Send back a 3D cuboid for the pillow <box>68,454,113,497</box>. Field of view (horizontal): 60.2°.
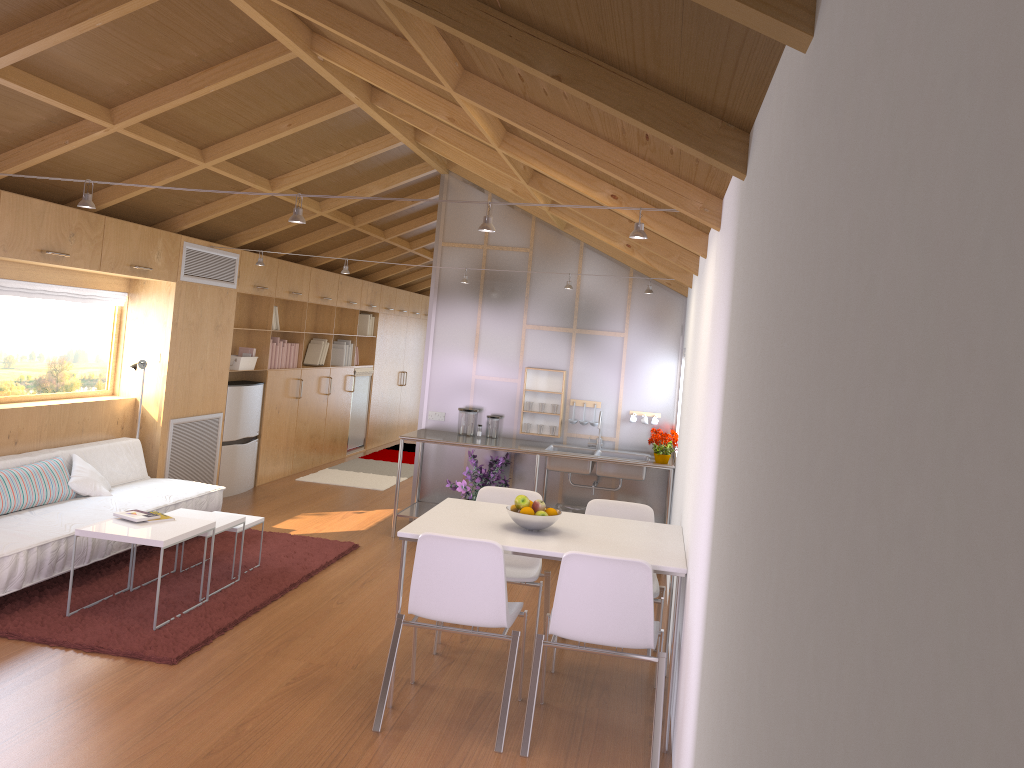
[{"bbox_3d":[-2.715,0.594,5.704,0.266,0.252,0.346,5,1,-27],"label":"pillow"}]

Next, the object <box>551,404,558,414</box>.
[{"bbox_3d":[0.348,0.206,7.230,0.061,0.077,0.061,5,0,-16],"label":"object"}]

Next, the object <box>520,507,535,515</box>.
[{"bbox_3d":[0.067,0.583,3.953,0.067,0.068,0.068,5,1,-15],"label":"object"}]

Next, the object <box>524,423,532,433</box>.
[{"bbox_3d":[0.128,0.363,7.260,0.061,0.077,0.061,5,0,22],"label":"object"}]

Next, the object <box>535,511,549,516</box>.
[{"bbox_3d":[0.133,0.602,3.958,0.070,0.069,0.077,5,1,10],"label":"object"}]

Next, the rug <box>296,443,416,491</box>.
[{"bbox_3d":[-1.420,0.949,10.643,0.917,0.011,3.717,6,3,9],"label":"rug"}]

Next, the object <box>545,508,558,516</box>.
[{"bbox_3d":[0.175,0.597,4.014,0.067,0.066,0.068,5,1,-36],"label":"object"}]

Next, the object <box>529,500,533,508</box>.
[{"bbox_3d":[0.072,0.570,4.090,0.067,0.068,0.068,5,1,-15],"label":"object"}]

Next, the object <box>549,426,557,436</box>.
[{"bbox_3d":[0.332,0.383,7.225,0.061,0.077,0.061,5,0,-16],"label":"object"}]

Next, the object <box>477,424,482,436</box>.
[{"bbox_3d":[-0.263,0.377,7.174,0.037,0.093,0.037,5,-1,24],"label":"object"}]

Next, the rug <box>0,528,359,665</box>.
[{"bbox_3d":[-2.248,1.131,5.364,1.887,0.020,2.478,6,3,9],"label":"rug"}]

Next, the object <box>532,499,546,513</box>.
[{"bbox_3d":[0.120,0.557,4.008,0.061,0.067,0.063,5,1,-42],"label":"object"}]

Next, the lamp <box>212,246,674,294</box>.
[{"bbox_3d":[-0.558,-0.873,6.844,3.832,0.153,0.072,6,-1,10],"label":"lamp"}]

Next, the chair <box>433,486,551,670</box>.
[{"bbox_3d":[-0.066,0.968,4.630,0.532,0.787,0.545,5,0,9],"label":"chair"}]

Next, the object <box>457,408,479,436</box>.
[{"bbox_3d":[-0.366,0.312,7.272,0.172,0.216,0.171,5,0,23],"label":"object"}]

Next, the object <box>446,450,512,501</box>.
[{"bbox_3d":[-0.266,0.782,6.916,0.525,0.554,0.351,5,0,1],"label":"object"}]

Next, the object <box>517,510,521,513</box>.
[{"bbox_3d":[0.063,0.599,4.023,0.080,0.089,0.078,5,0,-31],"label":"object"}]

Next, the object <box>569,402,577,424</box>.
[{"bbox_3d":[0.502,0.237,7.202,0.075,0.183,0.074,4,-1,41],"label":"object"}]

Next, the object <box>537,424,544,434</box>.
[{"bbox_3d":[0.230,0.373,7.242,0.061,0.077,0.061,5,0,-16],"label":"object"}]

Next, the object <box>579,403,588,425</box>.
[{"bbox_3d":[0.587,0.245,7.187,0.075,0.183,0.074,4,-1,41],"label":"object"}]

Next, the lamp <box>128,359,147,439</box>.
[{"bbox_3d":[-2.784,0.416,6.552,0.182,1.199,0.254,6,-2,-15],"label":"lamp"}]

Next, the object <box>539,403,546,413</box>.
[{"bbox_3d":[0.246,0.196,7.248,0.061,0.077,0.061,5,0,-16],"label":"object"}]

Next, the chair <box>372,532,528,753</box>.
[{"bbox_3d":[-0.216,0.999,3.736,0.532,0.787,0.545,5,0,9],"label":"chair"}]

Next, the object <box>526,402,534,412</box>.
[{"bbox_3d":[0.144,0.186,7.265,0.061,0.077,0.061,5,0,22],"label":"object"}]

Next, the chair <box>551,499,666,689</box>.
[{"bbox_3d":[0.519,1.025,4.530,0.532,0.787,0.545,5,0,9],"label":"chair"}]

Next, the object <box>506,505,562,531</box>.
[{"bbox_3d":[0.096,0.617,4.012,0.254,0.090,0.256,3,3,-38],"label":"object"}]

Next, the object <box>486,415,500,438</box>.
[{"bbox_3d":[-0.159,0.352,7.256,0.113,0.177,0.113,5,0,30],"label":"object"}]

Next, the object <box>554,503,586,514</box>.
[{"bbox_3d":[0.462,1.051,6.827,0.299,0.159,0.414,5,2,9],"label":"object"}]

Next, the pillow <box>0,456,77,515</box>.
[{"bbox_3d":[-2.894,0.609,5.102,0.171,0.252,1.040,5,3,9],"label":"pillow"}]

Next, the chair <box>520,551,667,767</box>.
[{"bbox_3d":[0.368,1.056,3.635,0.532,0.787,0.545,5,0,9],"label":"chair"}]

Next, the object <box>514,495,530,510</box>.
[{"bbox_3d":[0.046,0.536,3.999,0.070,0.069,0.077,5,1,10],"label":"object"}]

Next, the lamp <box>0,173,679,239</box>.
[{"bbox_3d":[-1.085,-0.766,3.699,3.832,0.153,0.072,6,-1,10],"label":"lamp"}]
